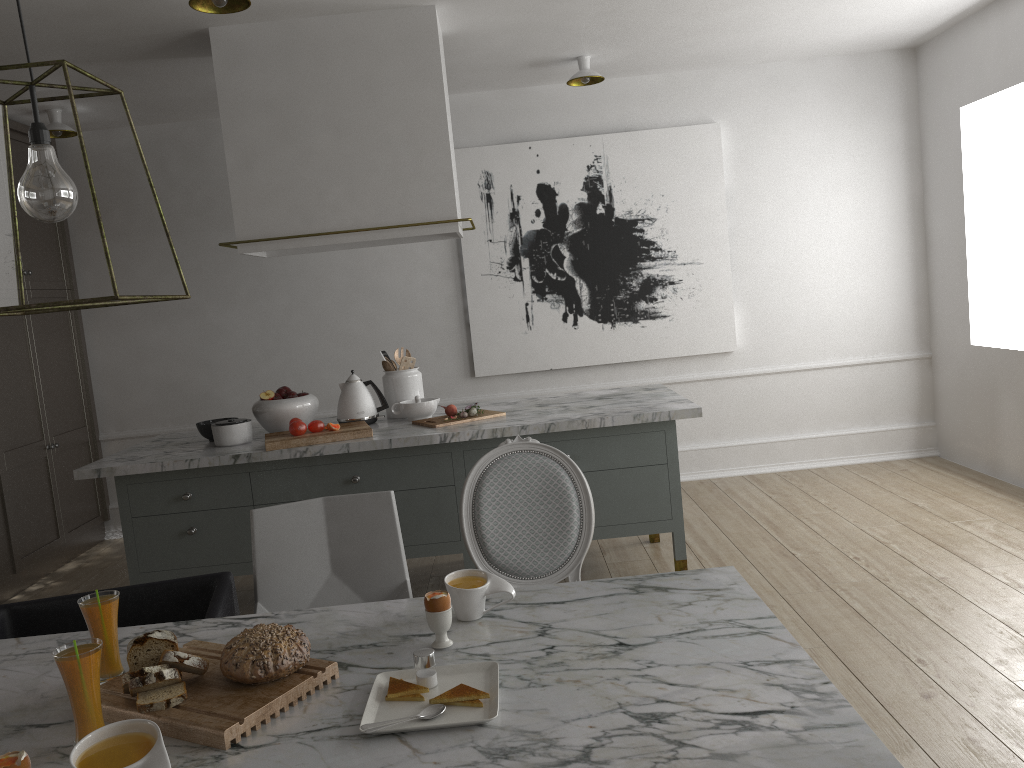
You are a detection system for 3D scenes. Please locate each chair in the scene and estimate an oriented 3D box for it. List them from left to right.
[{"bbox_3d":[-0.924,0.817,2.053,0.569,0.597,0.609,-7,6,-10],"label":"chair"},{"bbox_3d":[-0.422,0.680,2.152,0.470,0.745,0.439,-7,6,-10],"label":"chair"},{"bbox_3d":[0.051,0.575,2.233,0.480,0.833,0.505,-6,6,-3],"label":"chair"}]

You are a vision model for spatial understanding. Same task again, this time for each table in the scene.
[{"bbox_3d":[-0.370,0.818,1.528,1.781,0.583,0.870,-6,6,0],"label":"table"}]

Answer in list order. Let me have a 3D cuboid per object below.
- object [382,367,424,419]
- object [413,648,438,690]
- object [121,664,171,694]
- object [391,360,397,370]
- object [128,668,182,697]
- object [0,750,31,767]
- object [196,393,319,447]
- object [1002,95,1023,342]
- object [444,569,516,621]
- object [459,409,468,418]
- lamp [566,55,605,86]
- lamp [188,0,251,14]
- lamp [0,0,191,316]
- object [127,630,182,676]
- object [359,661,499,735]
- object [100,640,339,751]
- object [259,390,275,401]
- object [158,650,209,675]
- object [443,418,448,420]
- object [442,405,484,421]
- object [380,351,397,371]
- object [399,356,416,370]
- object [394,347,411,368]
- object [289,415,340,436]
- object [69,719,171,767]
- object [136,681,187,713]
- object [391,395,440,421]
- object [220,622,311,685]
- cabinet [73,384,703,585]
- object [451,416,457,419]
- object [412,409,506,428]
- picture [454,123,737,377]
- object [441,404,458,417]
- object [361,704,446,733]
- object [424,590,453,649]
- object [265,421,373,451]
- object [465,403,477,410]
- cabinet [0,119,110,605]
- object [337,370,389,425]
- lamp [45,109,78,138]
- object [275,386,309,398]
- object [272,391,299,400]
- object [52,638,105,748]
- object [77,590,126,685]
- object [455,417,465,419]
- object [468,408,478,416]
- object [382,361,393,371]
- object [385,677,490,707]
[{"bbox_3d":[-0.479,0.037,3.925,0.174,0.208,0.174,-4,6,17],"label":"object"},{"bbox_3d":[-0.143,0.472,1.472,0.036,0.060,0.036,-1,8,41],"label":"object"},{"bbox_3d":[-0.612,0.493,1.491,0.083,0.057,0.072,-8,6,-24],"label":"object"},{"bbox_3d":[-0.497,0.009,3.968,0.114,0.247,0.050,-5,6,5],"label":"object"},{"bbox_3d":[-0.591,0.494,1.472,0.083,0.055,0.073,-8,6,-24],"label":"object"},{"bbox_3d":[-0.653,0.535,1.162,0.050,0.101,0.050,-6,6,-4],"label":"object"},{"bbox_3d":[-1.064,0.143,3.728,0.491,0.156,0.364,-8,6,-23],"label":"object"},{"bbox_3d":[3.008,0.859,1.965,0.001,8.324,10.834,-6,6,0],"label":"object"},{"bbox_3d":[-0.064,0.423,1.782,0.138,0.085,0.089,-6,6,-5],"label":"object"},{"bbox_3d":[-0.197,0.118,3.588,0.033,0.037,0.034,-8,6,-22],"label":"object"},{"bbox_3d":[0.373,-1.611,4.555,0.197,0.130,0.197,-7,6,-15],"label":"lamp"},{"bbox_3d":[-0.966,-1.306,2.914,0.197,0.130,0.197,-2,7,35],"label":"lamp"},{"bbox_3d":[-0.789,-0.672,1.401,0.584,1.108,0.584,-4,6,15],"label":"lamp"},{"bbox_3d":[-0.636,0.473,1.570,0.086,0.087,0.090,-8,6,-23],"label":"object"},{"bbox_3d":[-0.125,0.502,1.419,0.212,0.014,0.212,-6,6,0],"label":"object"},{"bbox_3d":[-0.523,0.524,1.530,0.360,0.031,0.260,-2,7,30],"label":"object"},{"bbox_3d":[-1.016,0.051,3.679,0.061,0.048,0.054,-10,7,-36],"label":"object"},{"bbox_3d":[-0.561,0.480,1.518,0.079,0.067,0.074,-9,7,-28],"label":"object"},{"bbox_3d":[-0.270,0.142,3.566,0.028,0.010,0.015,-9,7,-26],"label":"object"},{"bbox_3d":[-0.217,0.123,3.599,0.116,0.058,0.224,-2,7,36],"label":"object"},{"bbox_3d":[-0.493,-0.008,3.925,0.141,0.290,0.064,-4,6,14],"label":"object"},{"bbox_3d":[-0.485,0.011,3.873,0.149,0.262,0.054,-4,6,15],"label":"object"},{"bbox_3d":[-0.492,-0.014,3.970,0.056,0.296,0.131,-4,6,19],"label":"object"},{"bbox_3d":[-0.774,0.152,3.470,0.194,0.079,0.135,-7,6,-11],"label":"object"},{"bbox_3d":[-0.494,0.520,1.170,0.170,0.105,0.110,-4,6,20],"label":"object"},{"bbox_3d":[-0.572,0.514,1.449,0.077,0.017,0.068,-8,6,-22],"label":"object"},{"bbox_3d":[-0.402,0.096,3.766,0.159,0.110,0.172,0,8,45],"label":"object"},{"bbox_3d":[-0.427,0.461,1.540,0.151,0.075,0.157,-2,7,35],"label":"object"},{"bbox_3d":[-0.434,0.517,3.780,2.360,0.721,0.870,-6,6,0],"label":"cabinet"},{"bbox_3d":[-0.233,0.134,3.574,0.030,0.017,0.013,-5,6,9],"label":"object"},{"bbox_3d":[-0.219,0.141,3.637,0.330,0.012,0.220,-9,7,-30],"label":"object"},{"bbox_3d":[0.488,-0.770,5.163,1.545,1.315,0.039,-6,6,0],"label":"picture"},{"bbox_3d":[-0.260,0.110,3.669,0.050,0.051,0.090,-10,7,-37],"label":"object"},{"bbox_3d":[-0.162,0.511,1.347,0.132,0.013,0.032,-9,7,-25],"label":"object"},{"bbox_3d":[-0.134,0.433,1.641,0.050,0.101,0.050,-5,6,7],"label":"object"},{"bbox_3d":[-0.765,0.201,3.490,0.400,0.030,0.290,-7,6,-15],"label":"object"},{"bbox_3d":[-0.170,0.102,3.713,0.057,0.039,0.049,-6,6,-3],"label":"object"},{"bbox_3d":[-2.944,0.074,2.502,0.947,2.377,5.433,-6,6,0],"label":"cabinet"},{"bbox_3d":[-0.657,0.056,3.779,0.204,0.236,0.178,-1,7,36],"label":"object"},{"bbox_3d":[-2.342,-1.338,4.553,0.197,0.130,0.197,-5,6,5],"label":"lamp"},{"bbox_3d":[-0.928,0.052,3.770,0.167,0.091,0.071,-3,7,25],"label":"object"},{"bbox_3d":[-0.958,0.073,3.723,0.154,0.074,0.135,-6,6,-5],"label":"object"},{"bbox_3d":[-0.660,0.473,1.367,0.071,0.188,0.071,-4,6,20],"label":"object"},{"bbox_3d":[-0.743,0.456,1.616,0.071,0.188,0.071,-4,6,20],"label":"object"},{"bbox_3d":[-0.215,0.137,3.567,0.059,0.008,0.043,0,8,42],"label":"object"},{"bbox_3d":[-0.160,0.114,3.603,0.035,0.036,0.037,-7,6,-12],"label":"object"},{"bbox_3d":[-0.498,0.015,3.894,0.117,0.251,0.061,-8,6,-20],"label":"object"},{"bbox_3d":[-0.127,0.498,1.428,0.197,0.014,0.068,-3,7,28],"label":"object"}]
